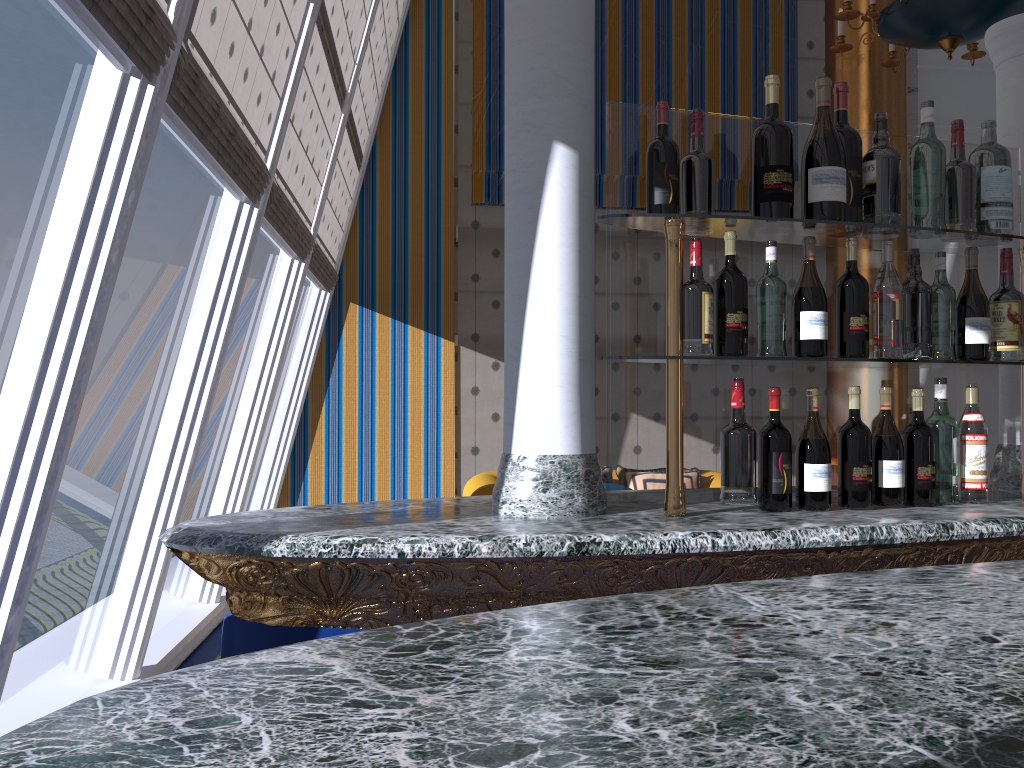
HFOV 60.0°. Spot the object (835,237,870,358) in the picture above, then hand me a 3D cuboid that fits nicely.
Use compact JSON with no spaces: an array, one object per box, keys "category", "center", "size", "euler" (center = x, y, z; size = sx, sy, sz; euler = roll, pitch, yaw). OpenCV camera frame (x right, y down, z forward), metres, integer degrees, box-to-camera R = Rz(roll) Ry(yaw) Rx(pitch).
[{"category":"object","center":[0.682,-0.171,1.779],"size":[0.066,0.244,0.065],"euler":[0,-1,-25]}]

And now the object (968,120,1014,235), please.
[{"category":"object","center":[1.030,-0.438,1.914],"size":[0.092,0.259,0.091],"euler":[0,-1,-23]}]

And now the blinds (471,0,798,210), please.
[{"category":"blinds","center":[1.009,-2.893,7.154],"size":[2.667,2.990,0.151],"euler":[0,-1,-7]}]

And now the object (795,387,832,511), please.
[{"category":"object","center":[0.602,0.129,1.773],"size":[0.069,0.244,0.068],"euler":[0,-1,-25]}]

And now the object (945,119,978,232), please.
[{"category":"object","center":[0.937,-0.430,1.863],"size":[0.071,0.246,0.073],"euler":[-1,-1,43]}]

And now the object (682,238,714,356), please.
[{"category":"object","center":[0.349,-0.163,1.682],"size":[0.067,0.225,0.065],"euler":[1,-1,-37]}]

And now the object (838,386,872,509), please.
[{"category":"object","center":[0.691,0.126,1.787],"size":[0.066,0.244,0.065],"euler":[0,-1,-25]}]

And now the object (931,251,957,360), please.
[{"category":"object","center":[0.900,-0.162,1.861],"size":[0.058,0.230,0.059],"euler":[-1,-1,43]}]

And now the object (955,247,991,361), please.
[{"category":"object","center":[0.970,-0.166,1.870],"size":[0.069,0.244,0.068],"euler":[0,-1,-25]}]

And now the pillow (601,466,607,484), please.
[{"category":"pillow","center":[0.341,0.789,5.587],"size":[0.600,0.672,0.354],"euler":[0,-1,2]}]

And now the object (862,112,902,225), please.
[{"category":"object","center":[0.753,-0.429,1.809],"size":[0.077,0.247,0.075],"euler":[1,-1,-42]}]

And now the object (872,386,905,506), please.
[{"category":"object","center":[0.770,0.127,1.824],"size":[0.069,0.244,0.068],"euler":[0,-1,-25]}]

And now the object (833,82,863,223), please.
[{"category":"object","center":[0.668,-0.458,1.799],"size":[0.081,0.302,0.081],"euler":[0,-1,11]}]

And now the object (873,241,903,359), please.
[{"category":"object","center":[0.759,-0.169,1.792],"size":[0.057,0.239,0.056],"euler":[1,-1,-32]}]

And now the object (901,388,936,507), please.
[{"category":"object","center":[0.849,0.131,1.854],"size":[0.066,0.244,0.065],"euler":[0,-1,-25]}]

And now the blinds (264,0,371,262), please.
[{"category":"blinds","center":[-0.773,-2.450,4.809],"size":[0.876,3.393,1.362],"euler":[0,-1,-6]}]

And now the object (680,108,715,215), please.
[{"category":"object","center":[0.375,-0.432,1.797],"size":[0.071,0.246,0.073],"euler":[-1,-1,43]}]

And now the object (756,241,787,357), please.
[{"category":"object","center":[0.509,-0.165,1.740],"size":[0.058,0.230,0.059],"euler":[-1,-1,43]}]

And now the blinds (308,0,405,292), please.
[{"category":"blinds","center":[-0.915,-2.412,6.282],"size":[0.876,3.393,1.362],"euler":[0,-1,-6]}]

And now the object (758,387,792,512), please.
[{"category":"object","center":[0.522,0.129,1.762],"size":[0.065,0.244,0.065],"euler":[0,-1,-2]}]

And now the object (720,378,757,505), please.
[{"category":"object","center":[0.438,0.110,1.717],"size":[0.072,0.242,0.070],"euler":[0,-1,-24]}]

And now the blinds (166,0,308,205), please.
[{"category":"blinds","center":[-0.625,-2.489,3.276],"size":[0.876,3.393,1.362],"euler":[0,-1,-6]}]

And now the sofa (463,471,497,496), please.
[{"category":"sofa","center":[0.625,0.990,5.495],"size":[1.851,0.854,1.010],"euler":[0,-1,-5]}]

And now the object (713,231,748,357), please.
[{"category":"object","center":[0.423,-0.173,1.716],"size":[0.066,0.244,0.065],"euler":[0,-1,-25]}]

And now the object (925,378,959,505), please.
[{"category":"object","center":[0.917,0.121,1.894],"size":[0.068,0.269,0.069],"euler":[-1,-1,45]}]

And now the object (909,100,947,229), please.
[{"category":"object","center":[0.851,-0.442,1.815],"size":[0.069,0.271,0.069],"euler":[0,-1,5]}]

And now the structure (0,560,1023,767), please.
[{"category":"structure","center":[0.768,0.760,0.839],"size":[2.325,1.065,0.765],"euler":[0,-1,-17]}]

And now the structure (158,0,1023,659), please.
[{"category":"structure","center":[0.491,0.222,1.893],"size":[2.324,2.195,0.765],"euler":[0,-1,-15]}]

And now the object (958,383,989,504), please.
[{"category":"object","center":[0.993,0.126,1.913],"size":[0.061,0.258,0.061],"euler":[0,-1,-6]}]

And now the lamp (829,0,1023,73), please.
[{"category":"lamp","center":[2.060,-2.732,4.186],"size":[1.069,2.421,1.049],"euler":[1,-1,-29]}]

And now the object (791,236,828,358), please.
[{"category":"object","center":[0.587,-0.169,1.752],"size":[0.069,0.244,0.068],"euler":[0,-1,-25]}]

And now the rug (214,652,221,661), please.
[{"category":"rug","center":[1.618,1.392,4.843],"size":[6.273,0.011,3.585],"euler":[0,-1,-7]}]

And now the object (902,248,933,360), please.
[{"category":"object","center":[0.830,-0.163,1.831],"size":[0.072,0.232,0.071],"euler":[1,-1,-27]}]

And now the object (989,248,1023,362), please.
[{"category":"object","center":[1.051,-0.166,1.883],"size":[0.071,0.244,0.072],"euler":[0,-1,15]}]

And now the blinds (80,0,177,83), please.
[{"category":"blinds","center":[-0.484,-2.527,1.815],"size":[0.876,3.393,1.362],"euler":[0,-1,-6]}]

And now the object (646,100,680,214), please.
[{"category":"object","center":[0.296,-0.433,1.744],"size":[0.065,0.244,0.065],"euler":[0,-1,-2]}]

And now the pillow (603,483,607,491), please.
[{"category":"pillow","center":[0.605,0.776,5.222],"size":[0.386,0.367,0.465],"euler":[-1,-2,44]}]

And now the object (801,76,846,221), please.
[{"category":"object","center":[0.621,-0.458,1.768],"size":[0.085,0.302,0.085],"euler":[0,-1,-12]}]

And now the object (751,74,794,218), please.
[{"category":"object","center":[0.515,-0.459,1.756],"size":[0.081,0.302,0.081],"euler":[0,-1,0]}]
